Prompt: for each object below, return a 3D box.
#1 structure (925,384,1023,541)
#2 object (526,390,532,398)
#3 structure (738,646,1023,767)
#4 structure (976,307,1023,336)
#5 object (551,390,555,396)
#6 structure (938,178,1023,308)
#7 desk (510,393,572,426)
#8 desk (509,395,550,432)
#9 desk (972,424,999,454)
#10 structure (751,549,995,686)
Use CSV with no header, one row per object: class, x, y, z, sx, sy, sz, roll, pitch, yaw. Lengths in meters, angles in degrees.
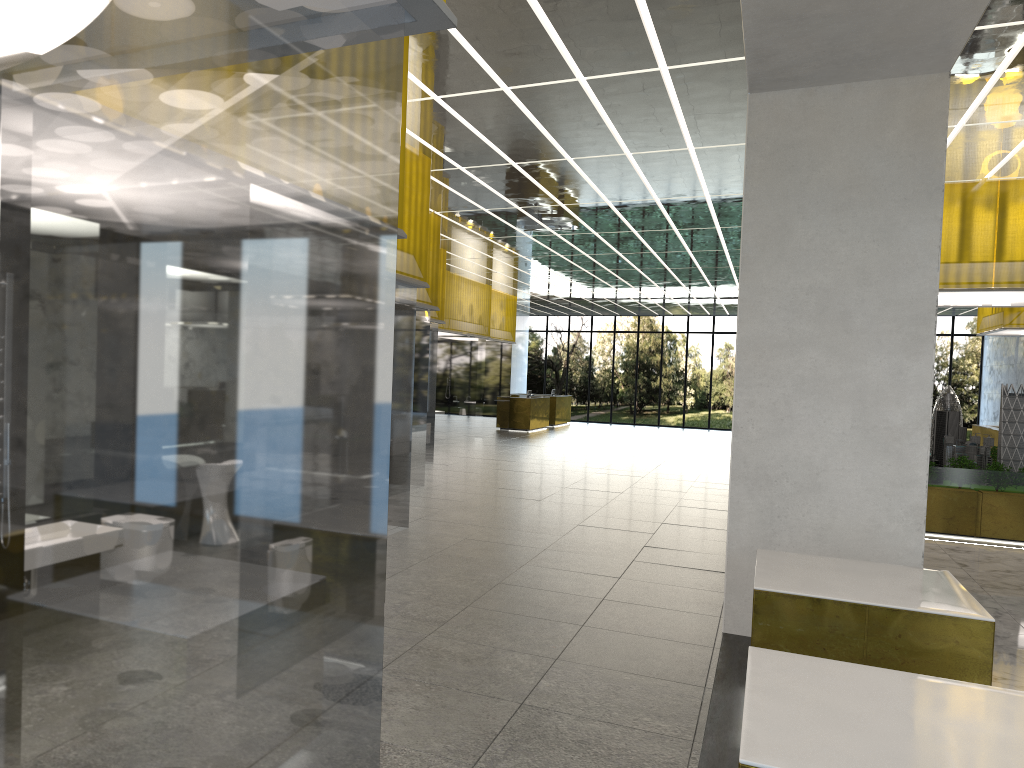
structure,8.502,1.248,16.502,4.004,2.573,4.988,2,1,20
object,0.659,0.629,39.630,0.570,0.668,0.726,3,1,20
structure,1.643,1.974,3.487,1.413,1.174,1.397,3,1,21
structure,14.796,-2.500,22.908,3.371,2.271,3.017,2,1,22
object,2.017,0.624,44.102,0.569,0.668,0.727,3,1,20
structure,8.245,-2.634,15.209,3.371,2.271,3.140,2,1,22
desk,1.146,1.310,44.512,3.330,1.509,3.372,2,1,21
desk,-0.201,1.315,40.078,3.330,1.509,3.372,2,1,21
desk,14.658,2.012,23.031,3.330,1.509,3.372,2,1,21
structure,2.439,1.971,6.106,1.413,1.174,1.397,3,1,21
